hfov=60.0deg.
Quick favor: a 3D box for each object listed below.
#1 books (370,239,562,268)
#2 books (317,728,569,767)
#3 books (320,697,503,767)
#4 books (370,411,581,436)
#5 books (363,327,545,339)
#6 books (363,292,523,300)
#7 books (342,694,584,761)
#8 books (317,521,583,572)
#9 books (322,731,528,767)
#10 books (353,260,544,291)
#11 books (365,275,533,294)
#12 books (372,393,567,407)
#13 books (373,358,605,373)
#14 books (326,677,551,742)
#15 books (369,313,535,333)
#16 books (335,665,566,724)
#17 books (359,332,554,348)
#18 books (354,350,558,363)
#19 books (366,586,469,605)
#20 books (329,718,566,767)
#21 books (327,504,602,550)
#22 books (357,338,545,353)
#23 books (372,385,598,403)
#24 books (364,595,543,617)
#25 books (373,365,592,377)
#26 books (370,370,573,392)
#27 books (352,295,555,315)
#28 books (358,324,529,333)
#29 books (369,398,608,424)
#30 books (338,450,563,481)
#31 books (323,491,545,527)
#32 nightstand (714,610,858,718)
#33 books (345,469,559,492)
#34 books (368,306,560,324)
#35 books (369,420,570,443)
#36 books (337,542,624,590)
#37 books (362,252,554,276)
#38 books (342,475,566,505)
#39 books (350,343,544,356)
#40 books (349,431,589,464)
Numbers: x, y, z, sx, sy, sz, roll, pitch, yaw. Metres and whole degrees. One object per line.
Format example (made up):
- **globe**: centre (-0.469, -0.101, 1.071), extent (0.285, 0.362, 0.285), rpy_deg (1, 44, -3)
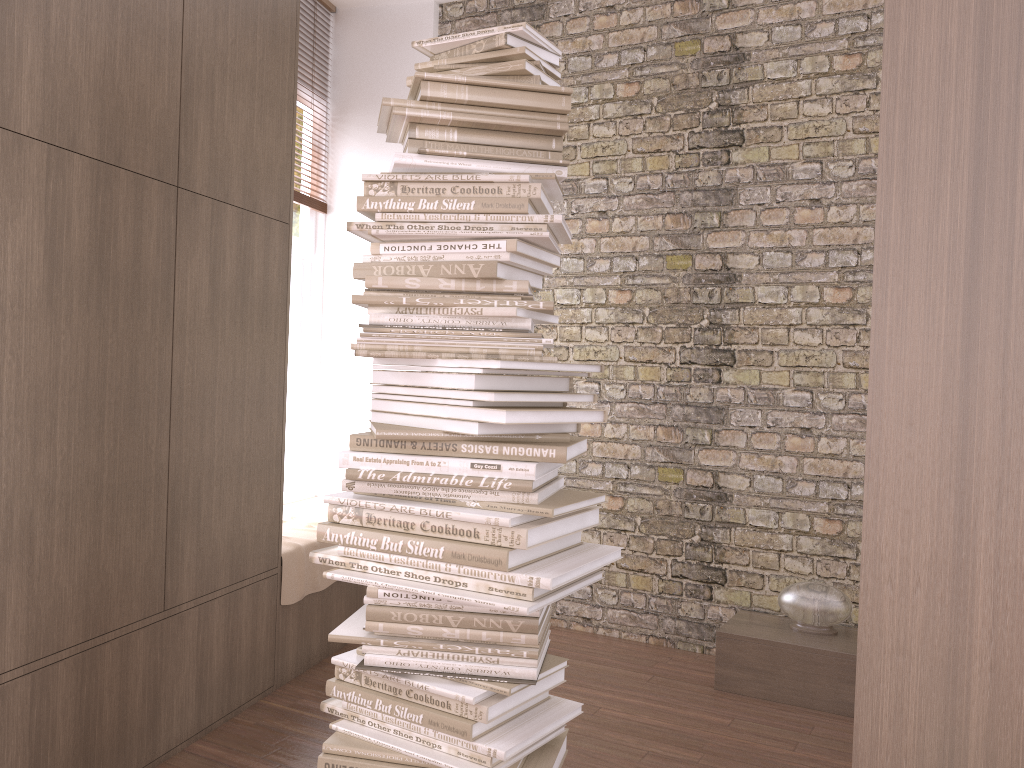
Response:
- **books**: centre (-0.106, -0.316, 2.181), extent (0.379, 0.028, 0.297), rpy_deg (2, 1, 23)
- **books**: centre (-0.149, 0.880, 2.111), extent (0.518, 0.057, 0.341), rpy_deg (2, 1, 13)
- **books**: centre (-0.167, 0.801, 2.169), extent (0.506, 0.023, 0.330), rpy_deg (3, 1, 33)
- **books**: centre (-0.098, 0.093, 2.193), extent (0.322, 0.030, 0.435), rpy_deg (1, 1, -42)
- **books**: centre (-0.129, -0.120, 2.188), extent (0.412, 0.011, 0.308), rpy_deg (2, 1, 3)
- **books**: centre (-0.155, -0.205, 2.186), extent (0.368, 0.009, 0.262), rpy_deg (2, 1, 3)
- **books**: centre (-0.116, 0.779, 2.143), extent (0.468, 0.021, 0.350), rpy_deg (3, 1, 33)
- **books**: centre (-0.144, 0.370, 2.197), extent (0.522, 0.046, 0.410), rpy_deg (3, 1, 28)
- **books**: centre (-0.171, 0.838, 2.145), extent (0.450, 0.022, 0.364), rpy_deg (2, 1, 13)
- **books**: centre (-0.151, -0.265, 2.200), extent (0.379, 0.039, 0.297), rpy_deg (2, 1, 23)
- **books**: centre (-0.143, -0.233, 2.191), extent (0.379, 0.028, 0.297), rpy_deg (2, 1, 3)
- **books**: centre (-0.114, 0.039, 2.191), extent (0.294, 0.013, 0.413), rpy_deg (1, 1, -42)
- **books**: centre (-0.070, -0.047, 2.168), extent (0.326, 0.018, 0.500), rpy_deg (1, 1, -42)
- **books**: centre (-0.177, 0.746, 2.167), extent (0.432, 0.038, 0.339), rpy_deg (3, 1, 33)
- **books**: centre (-0.136, -0.147, 2.208), extent (0.379, 0.028, 0.297), rpy_deg (2, 1, 3)
- **books**: centre (-0.147, 0.707, 2.174), extent (0.448, 0.038, 0.348), rpy_deg (3, 1, 33)
- **books**: centre (-0.121, -0.107, 2.179), extent (0.446, 0.012, 0.291), rpy_deg (2, 1, 3)
- **books**: centre (-0.123, -0.065, 2.168), extent (0.469, 0.015, 0.267), rpy_deg (2, 1, 3)
- **books**: centre (-0.113, 0.481, 2.145), extent (0.396, 0.024, 0.310), rpy_deg (2, 1, 8)
- **books**: centre (-0.150, 0.822, 2.125), extent (0.448, 0.013, 0.350), rpy_deg (3, 1, 33)
- **books**: centre (-0.109, 0.324, 2.208), extent (0.542, 0.046, 0.421), rpy_deg (3, 1, 28)
- **books**: centre (-0.136, -0.094, 2.186), extent (0.432, 0.013, 0.288), rpy_deg (2, 1, 3)
- **books**: centre (-0.079, 0.023, 2.174), extent (0.323, 0.020, 0.484), rpy_deg (1, 1, -42)
- **books**: centre (-0.118, 0.502, 2.151), extent (0.405, 0.018, 0.300), rpy_deg (2, 1, 8)
- **books**: centre (-0.082, -0.033, 2.196), extent (0.345, 0.010, 0.443), rpy_deg (1, 1, -42)
- **books**: centre (-0.106, -0.008, 2.194), extent (0.308, 0.036, 0.417), rpy_deg (1, 1, -42)
- **books**: centre (-0.130, -0.189, 2.182), extent (0.467, 0.020, 0.283), rpy_deg (2, 1, 3)
- **books**: centre (-0.150, -0.130, 2.200), extent (0.395, 0.007, 0.308), rpy_deg (2, 1, 3)
- **books**: centre (-0.069, 0.064, 2.158), extent (0.317, 0.030, 0.524), rpy_deg (1, 1, -42)
- **books**: centre (-0.135, 0.185, 2.191), extent (0.469, 0.038, 0.364), rpy_deg (2, 1, 13)
- **books**: centre (-0.136, 0.289, 2.195), extent (0.510, 0.020, 0.399), rpy_deg (3, 1, 28)
- **nightstand**: centre (1.235, 1.143, 3.631), extent (0.707, 0.240, 0.400), rpy_deg (3, 1, 28)
- **books**: centre (-0.131, 0.217, 2.169), extent (0.442, 0.025, 0.346), rpy_deg (2, 1, 13)
- **books**: centre (-0.112, -0.169, 2.188), extent (0.388, 0.020, 0.287), rpy_deg (2, 1, 23)
- **books**: centre (-0.121, 0.117, 2.210), extent (0.450, 0.022, 0.364), rpy_deg (2, 1, -12)
- **books**: centre (-0.069, 0.411, 2.174), extent (0.566, 0.025, 0.423), rpy_deg (3, 1, 28)
- **books**: centre (-0.127, -0.293, 2.195), extent (0.388, 0.020, 0.287), rpy_deg (2, 1, 23)
- **books**: centre (-0.129, 0.246, 2.204), extent (0.469, 0.028, 0.368), rpy_deg (2, 1, 13)
- **books**: centre (-0.145, -0.081, 2.187), extent (0.444, 0.015, 0.279), rpy_deg (2, 1, 3)
- **books**: centre (-0.092, 0.147, 2.193), extent (0.518, 0.038, 0.341), rpy_deg (2, 1, 13)
